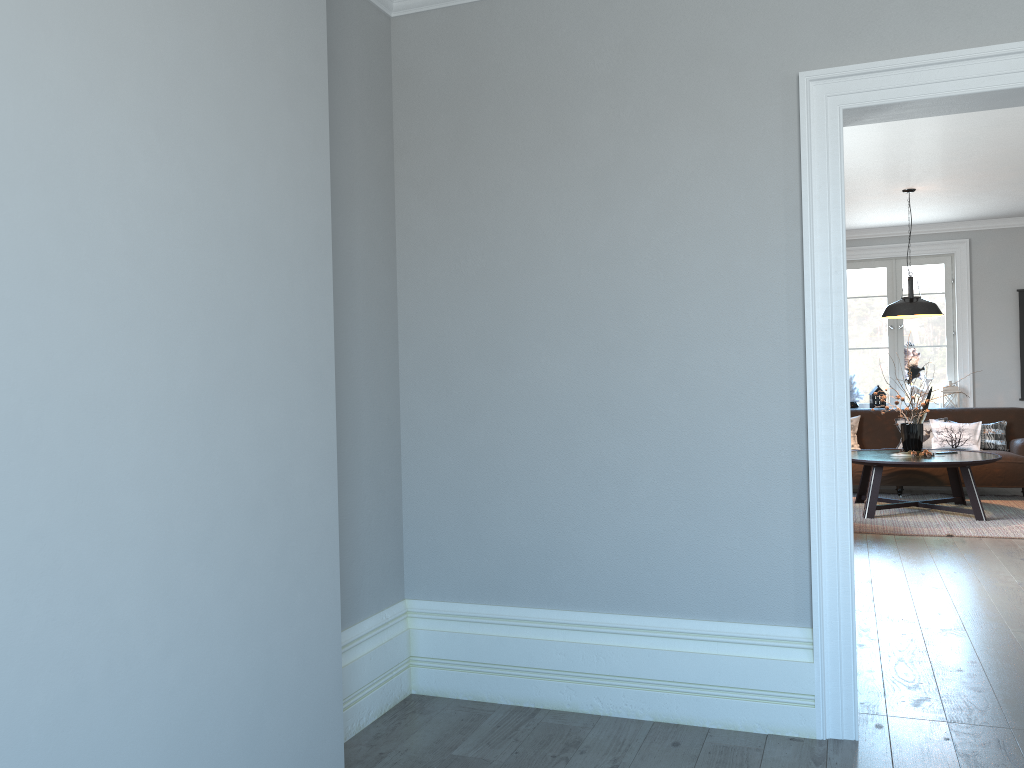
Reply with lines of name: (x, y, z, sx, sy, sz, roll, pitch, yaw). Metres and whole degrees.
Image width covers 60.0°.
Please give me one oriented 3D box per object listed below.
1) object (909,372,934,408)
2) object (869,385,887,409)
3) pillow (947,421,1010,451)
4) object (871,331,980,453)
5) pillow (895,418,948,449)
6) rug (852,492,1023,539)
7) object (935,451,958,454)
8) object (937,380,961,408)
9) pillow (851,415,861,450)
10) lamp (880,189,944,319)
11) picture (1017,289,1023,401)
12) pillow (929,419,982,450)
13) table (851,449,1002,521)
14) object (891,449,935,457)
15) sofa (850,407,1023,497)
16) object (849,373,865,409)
object: (4.279, 0.084, 9.270, 0.239, 0.410, 0.128, -1, 0, 17)
object: (3.914, 0.155, 9.494, 0.155, 0.284, 0.155, -1, 0, 11)
pillow: (4.485, 0.498, 8.546, 0.542, 0.288, 0.183, -1, 0, 22)
object: (3.479, 0.070, 7.428, 0.853, 1.066, 0.525, -1, 0, -8)
pillow: (4.010, 0.505, 8.687, 0.472, 0.348, 0.159, -1, 0, 18)
rug: (3.467, 1.046, 7.547, 2.818, 0.090, 2.400, -1, 0, 21)
object: (3.743, 0.590, 7.640, 0.207, 0.011, 0.051, -1, 0, -19)
object: (4.550, 0.121, 9.230, 0.193, 0.322, 0.193, -1, 0, 15)
pillow: (3.269, 0.510, 9.010, 0.519, 0.368, 0.240, -1, 0, 21)
lamp: (3.377, -1.108, 7.527, 0.504, 1.076, 0.504, -1, 0, -22)
picture: (5.538, -0.494, 8.925, 0.793, 1.313, 0.057, -1, 0, 21)
pillow: (4.257, 0.491, 8.513, 0.471, 0.309, 0.188, -1, 0, 21)
table: (3.422, 0.852, 7.524, 1.300, 0.503, 1.300, -1, 0, 14)
object: (3.398, 0.577, 7.434, 0.404, 0.067, 0.153, -1, 0, 38)
sofa: (3.859, 0.665, 8.672, 2.165, 0.824, 0.968, -1, 0, 21)
object: (3.655, 0.090, 9.583, 0.247, 0.424, 0.262, -1, 0, -34)
